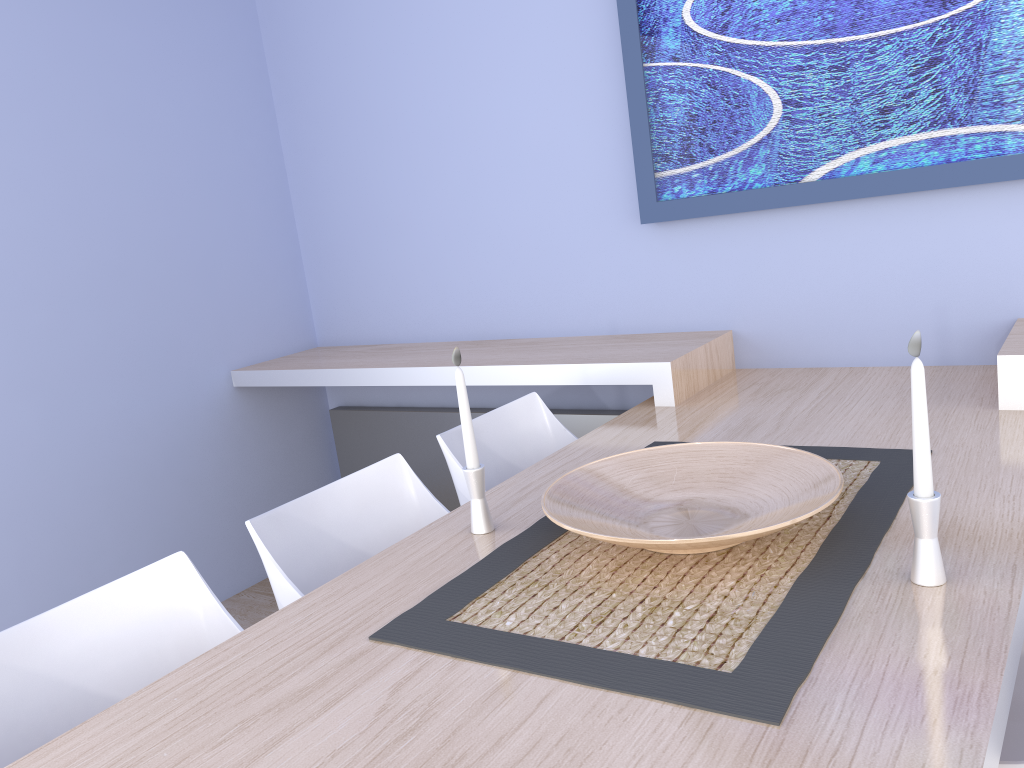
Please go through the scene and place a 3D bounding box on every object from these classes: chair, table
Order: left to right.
[{"bbox_3d":[-0.503,0.724,1.350,0.486,0.793,0.510,0,13,35],"label":"chair"},{"bbox_3d":[-0.185,0.590,1.809,0.486,0.793,0.510,0,13,35],"label":"chair"},{"bbox_3d":[0.133,0.456,2.268,0.486,0.793,0.510,0,13,35],"label":"chair"},{"bbox_3d":[0.408,0.573,1.660,1.002,0.718,2.340,0,13,35],"label":"table"},{"bbox_3d":[0.769,0.580,1.171,0.486,0.793,0.510,0,13,35],"label":"chair"}]

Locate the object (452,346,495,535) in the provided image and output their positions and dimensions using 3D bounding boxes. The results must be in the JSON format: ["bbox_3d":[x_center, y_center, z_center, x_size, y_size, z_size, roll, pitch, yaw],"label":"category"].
[{"bbox_3d":[-0.078,0.102,1.614,0.045,0.349,0.045,-10,11,-13],"label":"object"}]

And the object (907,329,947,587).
[{"bbox_3d":[0.546,0.098,1.181,0.045,0.349,0.045,0,13,35],"label":"object"}]

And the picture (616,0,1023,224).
[{"bbox_3d":[0.862,-0.938,2.307,1.252,0.901,0.049,0,13,35],"label":"picture"}]

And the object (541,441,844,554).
[{"bbox_3d":[0.299,0.206,1.497,0.493,0.081,0.493,-16,13,-35],"label":"object"}]

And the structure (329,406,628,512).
[{"bbox_3d":[0.864,0.336,2.677,3.843,0.503,0.064,0,13,35],"label":"structure"}]

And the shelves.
[{"bbox_3d":[0.698,0.296,2.555,3.901,0.840,0.463,0,13,35],"label":"shelves"}]

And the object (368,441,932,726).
[{"bbox_3d":[0.307,0.248,1.501,0.594,0.005,0.986,0,13,34],"label":"object"}]
